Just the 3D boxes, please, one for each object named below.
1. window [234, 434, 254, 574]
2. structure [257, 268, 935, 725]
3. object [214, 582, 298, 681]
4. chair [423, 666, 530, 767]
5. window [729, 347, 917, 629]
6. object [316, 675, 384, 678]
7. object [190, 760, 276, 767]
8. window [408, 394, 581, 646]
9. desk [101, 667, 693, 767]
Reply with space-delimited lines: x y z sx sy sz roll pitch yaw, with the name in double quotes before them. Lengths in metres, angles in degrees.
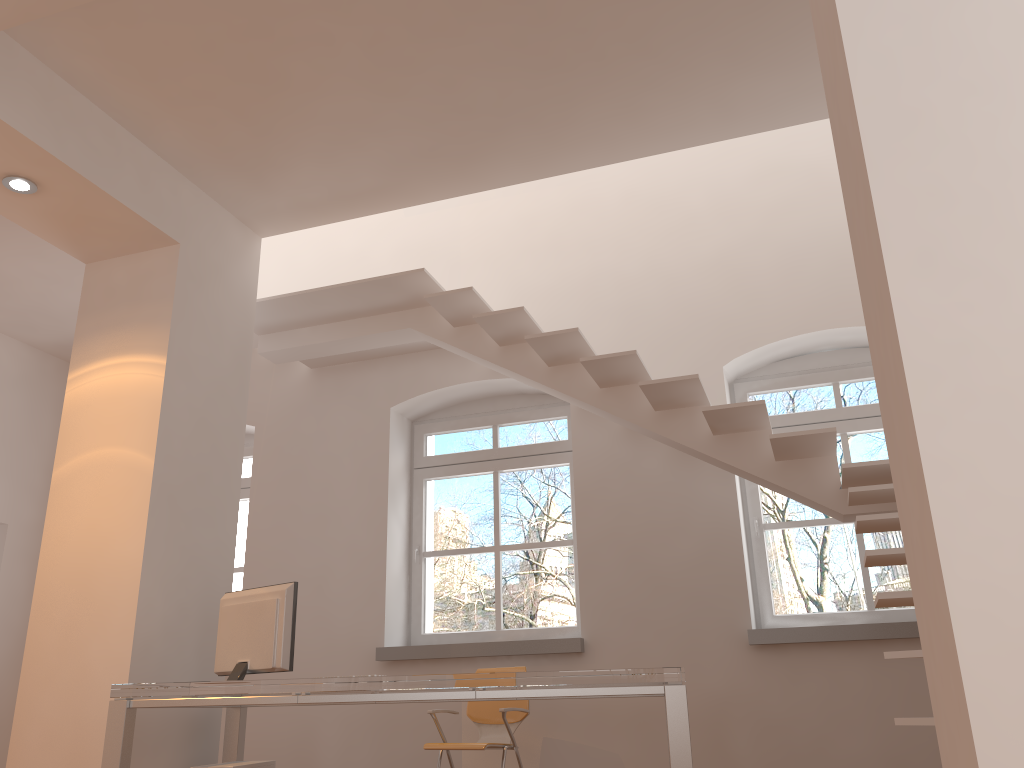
"window" -2.384 1.226 6.802 1.308 1.737 0.142 -8 -21 17
"structure" 0.175 0.443 3.810 4.630 3.042 3.450 -8 -21 17
"object" -1.190 1.113 3.940 0.245 0.418 0.516 16 -26 -39
"chair" -0.167 1.909 4.625 0.495 0.829 0.464 -14 -24 31
"window" 2.058 0.603 5.392 1.308 1.737 0.142 -8 -21 17
"object" -0.779 1.391 4.163 0.467 0.031 0.200 -12 -23 27
"object" -1.274 1.954 4.031 0.200 0.422 0.474 -4 -20 8
"window" -0.109 0.907 6.080 1.308 1.737 0.142 -8 -21 17
"desk" -0.388 1.640 3.735 2.239 0.750 1.092 -4 -20 8
